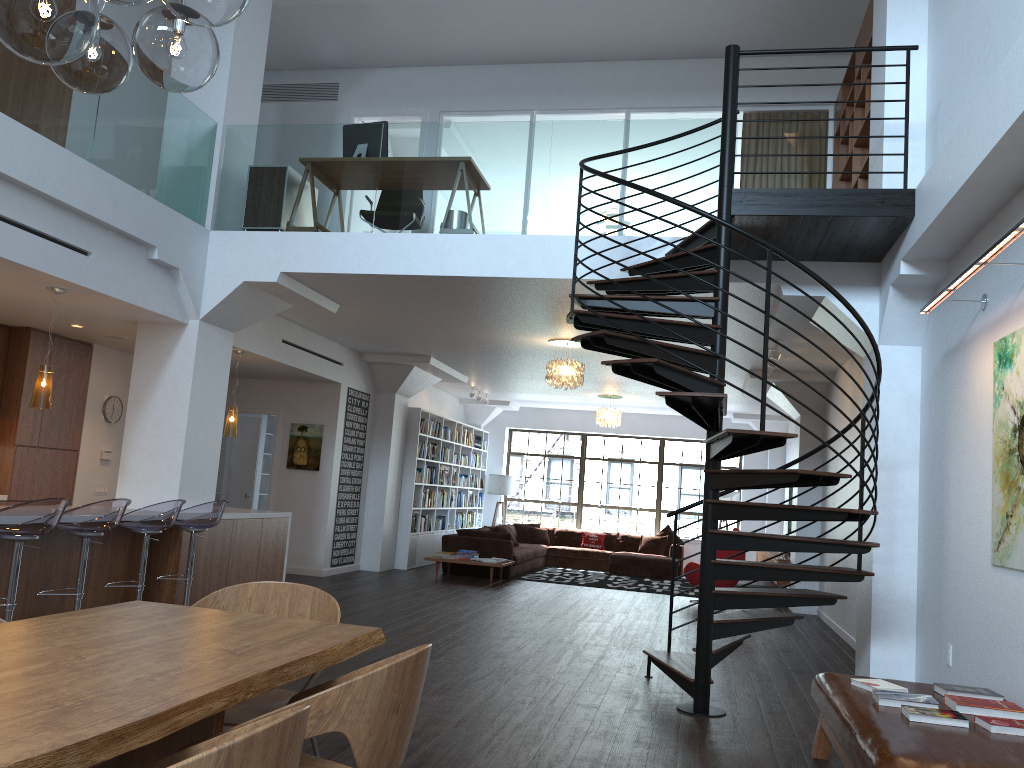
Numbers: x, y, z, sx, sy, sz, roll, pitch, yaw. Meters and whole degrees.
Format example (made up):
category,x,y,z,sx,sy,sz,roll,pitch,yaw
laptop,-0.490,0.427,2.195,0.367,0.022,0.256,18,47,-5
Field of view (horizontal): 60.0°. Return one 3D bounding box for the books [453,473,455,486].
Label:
category,x,y,z,sx,sy,sz,roll,pitch,yaw
books,-1.083,1.671,15.524,0.161,0.223,0.030,3,-7,12

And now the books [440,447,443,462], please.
category,x,y,z,sx,sy,sz,roll,pitch,yaw
books,-1.242,1.156,14.669,0.182,0.253,0.034,3,-7,12

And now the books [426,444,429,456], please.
category,x,y,z,sx,sy,sz,roll,pitch,yaw
books,-1.418,1.060,13.918,0.174,0.236,0.142,3,-7,13

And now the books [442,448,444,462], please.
category,x,y,z,sx,sy,sz,roll,pitch,yaw
books,-1.231,1.172,14.741,0.174,0.239,0.045,3,-7,12

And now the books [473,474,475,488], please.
category,x,y,z,sx,sy,sz,roll,pitch,yaw
books,-0.805,1.845,16.920,0.180,0.259,0.042,3,-7,12

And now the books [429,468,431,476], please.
category,x,y,z,sx,sy,sz,roll,pitch,yaw
books,-1.392,1.466,14.178,0.182,0.253,0.034,3,-7,12

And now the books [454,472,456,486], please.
category,x,y,z,sx,sy,sz,roll,pitch,yaw
books,-1.089,1.662,15.562,0.183,0.253,0.039,3,-7,12

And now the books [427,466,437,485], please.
category,x,y,z,sx,sy,sz,roll,pitch,yaw
books,-1.319,1.485,14.439,0.176,0.294,0.102,3,-7,12

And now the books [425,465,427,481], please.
category,x,y,z,sx,sy,sz,roll,pitch,yaw
books,-1.435,1.410,13.894,0.176,0.290,0.053,3,-7,12

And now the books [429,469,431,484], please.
category,x,y,z,sx,sy,sz,roll,pitch,yaw
books,-1.387,1.473,14.139,0.167,0.230,0.037,3,-7,12

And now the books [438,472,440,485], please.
category,x,y,z,sx,sy,sz,roll,pitch,yaw
books,-1.271,1.549,14.657,0.161,0.223,0.032,3,-7,12

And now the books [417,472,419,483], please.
category,x,y,z,sx,sy,sz,roll,pitch,yaw
books,-1.488,1.424,13.556,0.109,0.171,0.018,3,-7,12

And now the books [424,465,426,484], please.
category,x,y,z,sx,sy,sz,roll,pitch,yaw
books,-1.452,1.404,13.836,0.197,0.283,0.065,3,-7,12

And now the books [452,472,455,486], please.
category,x,y,z,sx,sy,sz,roll,pitch,yaw
books,-1.101,1.646,15.458,0.174,0.251,0.051,3,-7,12

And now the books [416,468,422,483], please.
category,x,y,z,sx,sy,sz,roll,pitch,yaw
books,-1.464,1.413,13.698,0.140,0.231,0.042,3,-7,12

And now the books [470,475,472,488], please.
category,x,y,z,sx,sy,sz,roll,pitch,yaw
books,-0.849,1.819,16.659,0.174,0.240,0.054,3,-7,12

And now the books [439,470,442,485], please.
category,x,y,z,sx,sy,sz,roll,pitch,yaw
books,-1.260,1.547,14.700,0.174,0.240,0.054,3,-7,12

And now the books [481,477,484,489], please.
category,x,y,z,sx,sy,sz,roll,pitch,yaw
books,-0.662,1.955,17.545,0.182,0.215,0.188,3,-7,12

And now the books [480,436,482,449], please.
category,x,y,z,sx,sy,sz,roll,pitch,yaw
books,-0.690,1.142,17.284,0.183,0.253,0.042,3,-7,12

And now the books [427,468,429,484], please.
category,x,y,z,sx,sy,sz,roll,pitch,yaw
books,-1.409,1.449,14.015,0.170,0.245,0.057,3,-7,12

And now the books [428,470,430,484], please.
category,x,y,z,sx,sy,sz,roll,pitch,yaw
books,-1.389,1.470,14.078,0.161,0.223,0.027,3,-7,12

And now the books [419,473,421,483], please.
category,x,y,z,sx,sy,sz,roll,pitch,yaw
books,-1.462,1.441,13.632,0.106,0.162,0.032,3,-7,12

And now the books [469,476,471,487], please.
category,x,y,z,sx,sy,sz,roll,pitch,yaw
books,-0.859,1.821,16.616,0.161,0.223,0.032,3,-7,12

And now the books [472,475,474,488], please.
category,x,y,z,sx,sy,sz,roll,pitch,yaw
books,-0.817,1.841,16.841,0.171,0.246,0.039,3,-7,12

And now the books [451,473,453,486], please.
category,x,y,z,sx,sy,sz,roll,pitch,yaw
books,-1.111,1.656,15.417,0.161,0.223,0.030,3,-7,12

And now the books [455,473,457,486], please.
category,x,y,z,sx,sy,sz,roll,pitch,yaw
books,-1.067,1.675,15.664,0.160,0.251,0.036,3,-7,12

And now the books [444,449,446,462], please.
category,x,y,z,sx,sy,sz,roll,pitch,yaw
books,-1.206,1.199,14.908,0.167,0.230,0.037,3,-7,12

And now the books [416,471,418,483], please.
category,x,y,z,sx,sy,sz,roll,pitch,yaw
books,-1.506,1.411,13.488,0.128,0.178,0.021,3,-7,12

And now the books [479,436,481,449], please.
category,x,y,z,sx,sy,sz,roll,pitch,yaw
books,-0.708,1.131,17.200,0.183,0.253,0.042,3,-7,12

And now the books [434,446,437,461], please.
category,x,y,z,sx,sy,sz,roll,pitch,yaw
books,-1.321,1.117,14.345,0.174,0.240,0.054,3,-7,12

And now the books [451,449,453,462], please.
category,x,y,z,sx,sy,sz,roll,pitch,yaw
books,-1.115,1.242,15.284,0.159,0.250,0.026,3,-7,12

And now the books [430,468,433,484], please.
category,x,y,z,sx,sy,sz,roll,pitch,yaw
books,-1.363,1.472,14.206,0.182,0.253,0.034,3,-7,12

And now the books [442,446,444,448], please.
category,x,y,z,sx,sy,sz,roll,pitch,yaw
books,-1.242,1.169,14.798,0.180,0.259,0.060,3,-7,12

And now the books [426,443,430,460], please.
category,x,y,z,sx,sy,sz,roll,pitch,yaw
books,-1.398,1.063,14.007,0.183,0.253,0.042,3,-7,12

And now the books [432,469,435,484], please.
category,x,y,z,sx,sy,sz,roll,pitch,yaw
books,-1.342,1.492,14.302,0.174,0.239,0.045,3,-7,12

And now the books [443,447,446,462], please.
category,x,y,z,sx,sy,sz,roll,pitch,yaw
books,-1.211,1.179,14.839,0.182,0.253,0.034,3,-7,12

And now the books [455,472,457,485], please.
category,x,y,z,sx,sy,sz,roll,pitch,yaw
books,-1.072,1.673,15.628,0.171,0.246,0.036,3,-7,12

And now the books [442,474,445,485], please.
category,x,y,z,sx,sy,sz,roll,pitch,yaw
books,-1.213,1.595,14.924,0.161,0.207,0.135,3,-7,12

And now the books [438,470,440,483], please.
category,x,y,z,sx,sy,sz,roll,pitch,yaw
books,-1.285,1.531,14.631,0.160,0.251,0.031,3,-7,12

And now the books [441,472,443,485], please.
category,x,y,z,sx,sy,sz,roll,pitch,yaw
books,-1.241,1.565,14.772,0.161,0.223,0.032,3,-7,12

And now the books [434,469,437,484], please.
category,x,y,z,sx,sy,sz,roll,pitch,yaw
books,-1.323,1.496,14.374,0.182,0.253,0.034,3,-7,12

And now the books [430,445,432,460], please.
category,x,y,z,sx,sy,sz,roll,pitch,yaw
books,-1.365,1.089,14.167,0.171,0.246,0.039,3,-7,12

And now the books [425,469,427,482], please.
category,x,y,z,sx,sy,sz,roll,pitch,yaw
books,-1.429,1.448,13.930,0.161,0.223,0.027,3,-7,12

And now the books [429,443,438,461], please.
category,x,y,z,sx,sy,sz,roll,pitch,yaw
books,-1.315,1.110,14.463,0.198,0.284,0.049,3,-7,12

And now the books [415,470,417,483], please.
category,x,y,z,sx,sy,sz,roll,pitch,yaw
books,-1.519,1.395,13.449,0.127,0.200,0.020,3,-7,12

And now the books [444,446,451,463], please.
category,x,y,z,sx,sy,sz,roll,pitch,yaw
books,-1.151,1.204,15.158,0.176,0.290,0.053,3,-7,12

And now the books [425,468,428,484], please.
category,x,y,z,sx,sy,sz,roll,pitch,yaw
books,-1.416,1.445,13.964,0.174,0.239,0.045,3,-7,12

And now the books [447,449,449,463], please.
category,x,y,z,sx,sy,sz,roll,pitch,yaw
books,-1.163,1.219,15.080,0.174,0.239,0.045,3,-7,12

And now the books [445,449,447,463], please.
category,x,y,z,sx,sy,sz,roll,pitch,yaw
books,-1.184,1.212,14.963,0.161,0.223,0.027,3,-7,12

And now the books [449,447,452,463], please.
category,x,y,z,sx,sy,sz,roll,pitch,yaw
books,-1.143,1.215,15.218,0.197,0.283,0.065,3,-7,12

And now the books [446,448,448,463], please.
category,x,y,z,sx,sy,sz,roll,pitch,yaw
books,-1.176,1.209,15.031,0.170,0.245,0.057,3,-7,12

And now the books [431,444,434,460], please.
category,x,y,z,sx,sy,sz,roll,pitch,yaw
books,-1.354,1.095,14.239,0.183,0.253,0.042,3,-7,12

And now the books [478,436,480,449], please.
category,x,y,z,sx,sy,sz,roll,pitch,yaw
books,-0.716,1.125,17.157,0.183,0.253,0.042,3,-7,12
